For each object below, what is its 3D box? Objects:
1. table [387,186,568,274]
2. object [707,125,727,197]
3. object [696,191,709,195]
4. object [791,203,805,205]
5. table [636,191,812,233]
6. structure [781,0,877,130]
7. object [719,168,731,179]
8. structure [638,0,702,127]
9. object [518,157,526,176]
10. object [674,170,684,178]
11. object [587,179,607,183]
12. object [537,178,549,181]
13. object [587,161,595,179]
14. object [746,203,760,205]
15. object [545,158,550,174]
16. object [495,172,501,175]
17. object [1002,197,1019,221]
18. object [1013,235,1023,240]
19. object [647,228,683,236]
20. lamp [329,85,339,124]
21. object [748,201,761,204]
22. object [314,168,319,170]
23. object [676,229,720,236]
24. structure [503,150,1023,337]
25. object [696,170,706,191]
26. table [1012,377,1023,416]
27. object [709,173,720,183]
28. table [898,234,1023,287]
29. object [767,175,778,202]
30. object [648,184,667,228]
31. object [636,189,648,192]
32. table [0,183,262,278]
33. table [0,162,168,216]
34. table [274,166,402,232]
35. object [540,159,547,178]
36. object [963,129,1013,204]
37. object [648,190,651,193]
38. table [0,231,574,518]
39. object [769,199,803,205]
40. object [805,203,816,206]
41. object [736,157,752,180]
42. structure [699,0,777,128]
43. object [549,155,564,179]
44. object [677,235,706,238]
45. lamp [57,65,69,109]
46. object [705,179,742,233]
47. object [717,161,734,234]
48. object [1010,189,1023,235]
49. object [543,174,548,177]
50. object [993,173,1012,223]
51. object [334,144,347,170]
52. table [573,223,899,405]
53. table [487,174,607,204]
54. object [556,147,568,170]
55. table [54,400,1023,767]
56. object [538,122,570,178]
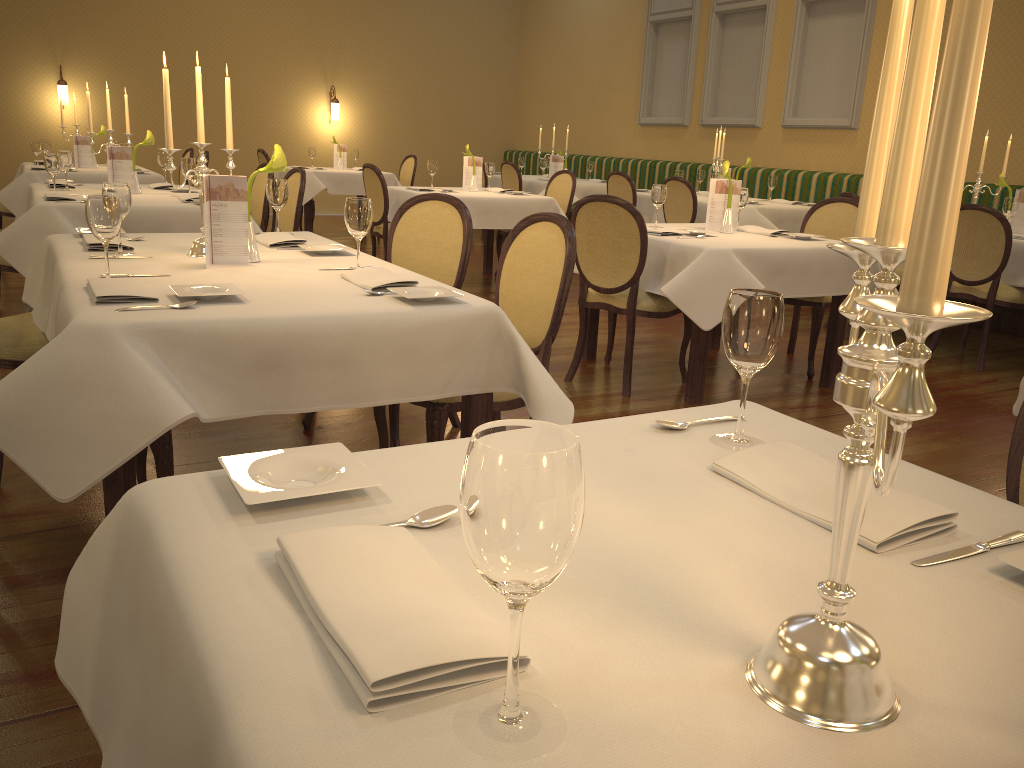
[{"bbox_3d":[-0.404,-1.200,7.300,1.389,0.759,1.395,-5,17,-27],"label":"table"},{"bbox_3d":[1.907,-2.064,8.226,0.131,0.655,0.390,0,16,-10],"label":"object"},{"bbox_3d":[1.921,-1.851,8.621,0.142,0.033,0.273,-6,18,-28],"label":"object"},{"bbox_3d":[2.485,-1.557,7.679,0.181,0.015,0.038,-5,17,-27],"label":"object"},{"bbox_3d":[1.876,-1.323,8.163,1.385,0.759,2.152,-6,17,-28],"label":"table"},{"bbox_3d":[3.124,-4.012,8.354,0.200,3.103,0.956,-6,18,-28],"label":"structure"},{"bbox_3d":[1.897,-1.808,7.997,0.081,0.277,0.166,12,18,31],"label":"object"},{"bbox_3d":[1.947,-4.638,10.415,0.200,3.103,0.956,-6,18,-28],"label":"structure"},{"bbox_3d":[0.116,-2.592,10.604,0.088,0.229,0.088,8,16,18],"label":"object"},{"bbox_3d":[1.527,-1.841,8.133,0.088,0.229,0.088,8,16,18],"label":"object"},{"bbox_3d":[1.007,-2.357,10.295,0.142,0.033,0.273,-6,18,-28],"label":"object"},{"bbox_3d":[0.410,-2.291,9.959,0.142,0.024,0.273,-6,18,-28],"label":"object"},{"bbox_3d":[0.923,-2.508,10.446,0.088,0.229,0.088,8,16,18],"label":"object"},{"bbox_3d":[1.973,-1.487,7.331,0.181,0.015,0.038,-5,17,-27],"label":"object"},{"bbox_3d":[0.457,-2.758,11.272,0.088,0.229,0.088,8,16,18],"label":"object"},{"bbox_3d":[-0.149,-2.621,11.051,0.160,0.024,0.160,-6,18,-28],"label":"object"},{"bbox_3d":[3.061,-1.031,5.467,0.088,0.229,0.088,8,16,18],"label":"object"},{"bbox_3d":[3.119,-0.851,5.218,0.142,0.024,0.273,-6,18,-28],"label":"object"},{"bbox_3d":[0.730,-0.778,4.518,0.142,0.024,0.273,-6,18,-28],"label":"object"},{"bbox_3d":[-2.523,-3.904,12.391,0.114,0.513,0.323,-10,20,-39],"label":"lamp"},{"bbox_3d":[2.037,-1.531,7.489,0.160,0.024,0.160,-6,18,-28],"label":"object"},{"bbox_3d":[-2.228,-2.378,9.803,0.181,0.015,0.038,-5,17,-27],"label":"object"},{"bbox_3d":[0.946,-0.769,4.519,0.160,0.024,0.160,-6,18,-28],"label":"object"},{"bbox_3d":[3.104,-1.352,8.001,0.850,1.031,14.516,-6,18,-28],"label":"structure"},{"bbox_3d":[1.869,-2.008,8.801,0.088,0.229,0.088,8,16,18],"label":"object"},{"bbox_3d":[2.349,0.263,2.482,1.389,0.759,1.395,-5,17,-27],"label":"table"},{"bbox_3d":[1.754,-1.715,7.716,0.088,0.229,0.088,8,16,18],"label":"object"},{"bbox_3d":[3.173,-0.633,5.892,1.385,0.759,2.152,-6,17,-28],"label":"table"},{"bbox_3d":[2.335,-1.757,7.975,0.088,0.229,0.088,8,16,18],"label":"object"},{"bbox_3d":[0.796,-0.970,4.833,0.088,0.229,0.088,6,16,12],"label":"object"},{"bbox_3d":[1.263,-1.870,8.580,0.160,0.024,0.160,-6,18,-28],"label":"object"},{"bbox_3d":[-2.365,-0.781,5.420,1.385,0.759,2.152,-6,17,-28],"label":"table"},{"bbox_3d":[-3.813,-1.551,7.955,1.385,0.759,2.152,-6,17,-28],"label":"table"},{"bbox_3d":[-2.055,-2.078,10.189,1.389,0.759,1.395,-5,17,-27],"label":"table"},{"bbox_3d":[0.358,-2.473,10.216,0.088,0.229,0.088,8,16,18],"label":"object"},{"bbox_3d":[3.138,-1.379,5.957,0.390,0.655,0.131,-1,16,-15],"label":"object"},{"bbox_3d":[1.412,-1.791,8.308,0.142,0.033,0.273,-6,18,-28],"label":"object"},{"bbox_3d":[-0.930,-0.019,2.910,1.385,0.759,2.152,-6,17,-28],"label":"table"},{"bbox_3d":[2.419,-1.607,7.824,0.142,0.033,0.273,-6,18,-28],"label":"object"},{"bbox_3d":[2.574,-1.538,7.613,0.160,0.024,0.160,-6,18,-28],"label":"object"},{"bbox_3d":[2.083,-1.869,8.061,0.163,0.375,0.076,16,20,41],"label":"object"},{"bbox_3d":[2.515,-4.336,9.422,0.200,3.103,0.956,-6,18,-28],"label":"structure"},{"bbox_3d":[0.516,-2.549,10.439,0.166,0.277,0.081,1,16,-8],"label":"object"},{"bbox_3d":[0.881,-0.725,4.362,0.181,0.015,0.038,-5,17,-27],"label":"object"},{"bbox_3d":[-5.493,-3.611,10.783,0.114,0.513,0.323,-10,20,-39],"label":"lamp"},{"bbox_3d":[1.146,-0.965,4.795,0.166,0.277,0.081,8,16,16],"label":"object"},{"bbox_3d":[1.125,-0.978,4.649,0.076,0.375,0.163,14,19,36],"label":"object"},{"bbox_3d":[3.261,-1.083,5.610,0.166,0.277,0.081,9,17,21],"label":"object"},{"bbox_3d":[0.509,-2.602,11.092,0.142,0.033,0.273,-6,18,-28],"label":"object"},{"bbox_3d":[3.220,-1.191,5.804,0.163,0.375,0.076,1,15,-7],"label":"object"},{"bbox_3d":[-1.964,-2.618,10.237,0.166,0.277,0.081,8,16,16],"label":"object"},{"bbox_3d":[1.054,-0.425,4.747,1.389,0.759,1.395,-5,17,-27],"label":"table"},{"bbox_3d":[0.464,-2.073,10.633,1.385,0.759,2.152,-6,17,-28],"label":"table"},{"bbox_3d":[0.608,-2.635,10.591,0.163,0.375,0.076,1,15,-7],"label":"object"},{"bbox_3d":[0.353,0.663,0.664,1.385,0.759,2.152,-6,17,-28],"label":"table"},{"bbox_3d":[0.495,-2.815,10.696,0.390,0.655,0.131,7,16,16],"label":"object"}]
